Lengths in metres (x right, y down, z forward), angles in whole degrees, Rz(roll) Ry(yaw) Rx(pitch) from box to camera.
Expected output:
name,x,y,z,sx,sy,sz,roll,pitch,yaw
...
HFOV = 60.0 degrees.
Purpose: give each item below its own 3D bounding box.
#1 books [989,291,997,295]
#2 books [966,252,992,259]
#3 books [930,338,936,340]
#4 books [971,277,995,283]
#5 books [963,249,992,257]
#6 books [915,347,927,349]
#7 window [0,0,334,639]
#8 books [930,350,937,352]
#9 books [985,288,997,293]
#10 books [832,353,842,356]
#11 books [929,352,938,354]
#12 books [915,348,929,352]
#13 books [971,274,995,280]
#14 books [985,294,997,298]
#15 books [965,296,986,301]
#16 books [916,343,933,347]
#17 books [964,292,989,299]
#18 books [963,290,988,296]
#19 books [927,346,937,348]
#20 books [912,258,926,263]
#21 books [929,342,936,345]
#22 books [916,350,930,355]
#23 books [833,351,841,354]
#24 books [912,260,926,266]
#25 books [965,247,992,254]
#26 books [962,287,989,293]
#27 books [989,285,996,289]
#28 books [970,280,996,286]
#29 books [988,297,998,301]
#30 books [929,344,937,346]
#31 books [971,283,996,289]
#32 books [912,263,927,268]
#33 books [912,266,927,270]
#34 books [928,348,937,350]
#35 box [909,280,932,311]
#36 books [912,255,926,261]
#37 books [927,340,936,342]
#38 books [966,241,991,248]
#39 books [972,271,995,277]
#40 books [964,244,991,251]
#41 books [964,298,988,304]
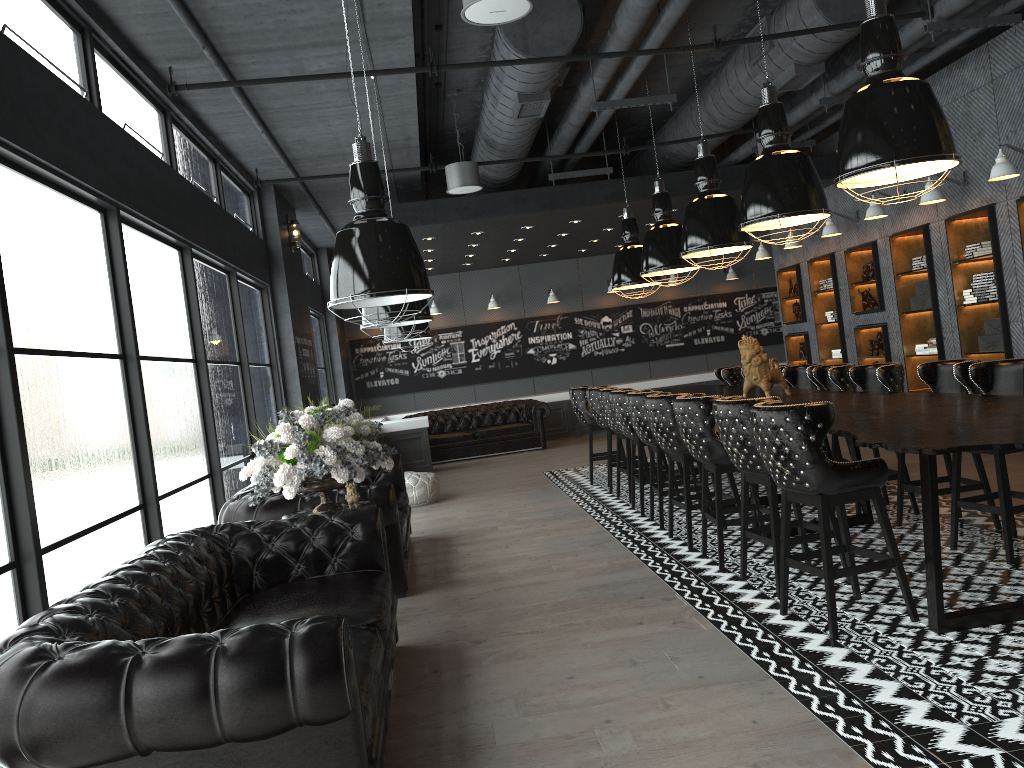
name,x,y,z,sx,sy,sz,roll,pitch,yaw
books,4.790,-0.898,8.585,0.193,0.028,0.245,-8,1,-9
books,4.666,-1.279,8.845,0.193,0.028,0.245,-7,1,11
books,4.688,-0.501,9.660,0.185,0.024,0.212,-8,1,-11
books,4.719,-1.034,8.776,0.194,0.028,0.245,-8,2,-35
books,4.660,-1.307,8.873,0.193,0.028,0.245,-7,1,6
books,4.700,-0.419,9.984,0.243,0.024,0.175,-8,1,-6
window,-2.194,-0.222,4.525,0.120,3.729,20.796,-8,1,-5
books,4.678,-0.371,9.662,0.158,0.021,0.224,-7,1,4
books,4.765,-0.923,8.602,0.193,0.028,0.245,-8,1,-15
books,4.484,-0.413,12.026,0.166,0.024,0.227,-8,1,-19
books,4.674,-0.350,9.654,0.167,0.023,0.228,-8,1,-5
books,4.682,-0.392,9.961,0.166,0.024,0.227,-8,2,-37
books,4.702,-1.060,8.762,0.194,0.028,0.245,-9,2,-44
books,4.733,-0.862,8.592,0.193,0.028,0.245,-7,1,6
books,4.692,-0.862,8.845,0.245,0.028,0.193,-8,1,-6
books,4.681,-0.442,9.946,0.225,0.029,0.179,-8,1,-20
books,4.702,-0.893,8.896,0.245,0.028,0.193,-7,1,1
books,4.670,-0.917,8.863,0.245,0.028,0.193,-7,1,8
books,4.666,-0.412,9.660,0.205,0.019,0.264,-8,1,-6
books,4.594,-1.377,9.845,0.193,0.028,0.245,-7,1,1
books,4.696,-0.459,9.651,0.244,0.023,0.247,-8,1,-20
books,4.696,-0.365,9.946,0.180,0.034,0.243,-8,1,-26
books,4.503,-0.439,12.029,0.243,0.024,0.175,-8,1,-14
books,4.582,-1.346,9.800,0.193,0.028,0.245,-8,1,-14
books,4.678,-1.337,8.854,0.193,0.028,0.245,-7,1,3
books,4.685,-0.948,8.885,0.245,0.028,0.193,-7,1,2
books,4.775,-0.952,8.564,0.193,0.028,0.245,-8,1,-10
books,4.692,-1.002,8.753,0.194,0.028,0.245,-8,2,-33
books,4.768,-0.838,8.575,0.193,0.028,0.245,-7,1,-1
books,4.674,-0.434,9.666,0.197,0.023,0.248,-7,1,12
books,4.705,-0.975,8.752,0.194,0.028,0.245,-8,2,-36
books,4.574,-1.317,9.813,0.193,0.028,0.245,-7,1,6
books,4.587,-1.290,9.823,0.193,0.028,0.245,-8,1,-5
books,4.675,-0.392,9.663,0.202,0.022,0.228,-7,1,-2
box,4.620,-0.992,9.848,0.298,0.315,0.419,-8,1,-5
books,4.574,-1.402,9.803,0.193,0.028,0.245,-7,1,-2
books,4.669,-0.477,9.653,0.197,0.020,0.206,-8,1,-3
books,4.691,-1.396,8.844,0.193,0.028,0.245,-8,1,-5
books,4.712,-1.090,8.757,0.194,0.028,0.245,-8,1,-30
books,4.684,-1.367,8.852,0.193,0.028,0.245,-8,1,-13
books,4.693,-0.835,8.885,0.245,0.028,0.193,-8,1,-12
